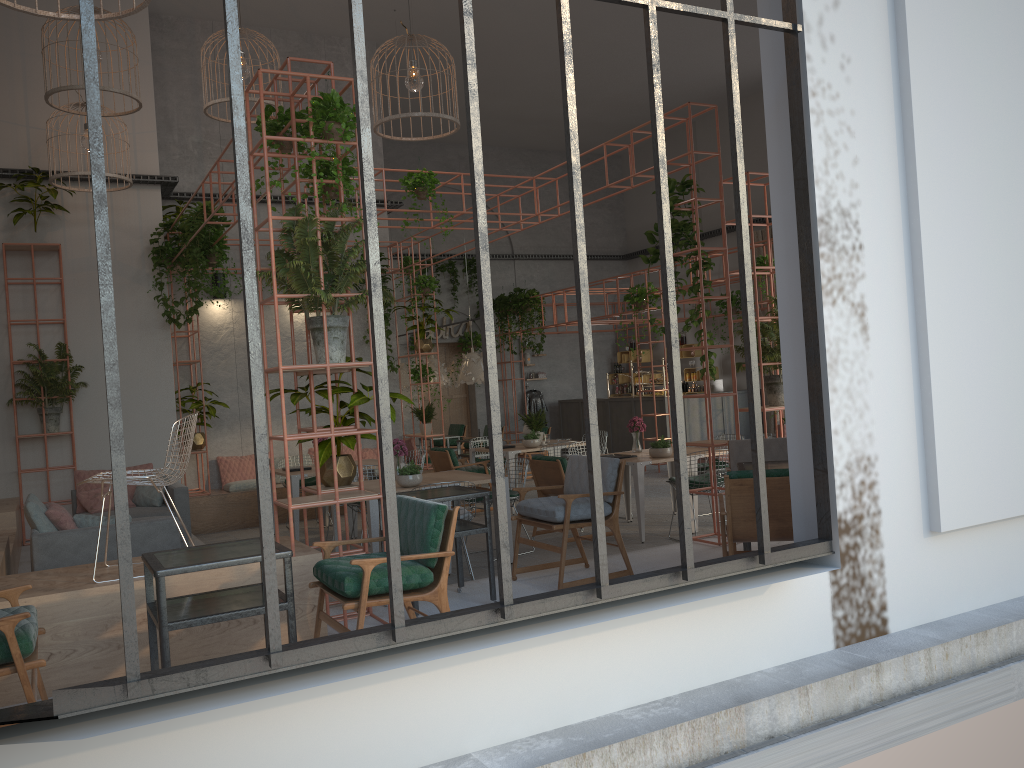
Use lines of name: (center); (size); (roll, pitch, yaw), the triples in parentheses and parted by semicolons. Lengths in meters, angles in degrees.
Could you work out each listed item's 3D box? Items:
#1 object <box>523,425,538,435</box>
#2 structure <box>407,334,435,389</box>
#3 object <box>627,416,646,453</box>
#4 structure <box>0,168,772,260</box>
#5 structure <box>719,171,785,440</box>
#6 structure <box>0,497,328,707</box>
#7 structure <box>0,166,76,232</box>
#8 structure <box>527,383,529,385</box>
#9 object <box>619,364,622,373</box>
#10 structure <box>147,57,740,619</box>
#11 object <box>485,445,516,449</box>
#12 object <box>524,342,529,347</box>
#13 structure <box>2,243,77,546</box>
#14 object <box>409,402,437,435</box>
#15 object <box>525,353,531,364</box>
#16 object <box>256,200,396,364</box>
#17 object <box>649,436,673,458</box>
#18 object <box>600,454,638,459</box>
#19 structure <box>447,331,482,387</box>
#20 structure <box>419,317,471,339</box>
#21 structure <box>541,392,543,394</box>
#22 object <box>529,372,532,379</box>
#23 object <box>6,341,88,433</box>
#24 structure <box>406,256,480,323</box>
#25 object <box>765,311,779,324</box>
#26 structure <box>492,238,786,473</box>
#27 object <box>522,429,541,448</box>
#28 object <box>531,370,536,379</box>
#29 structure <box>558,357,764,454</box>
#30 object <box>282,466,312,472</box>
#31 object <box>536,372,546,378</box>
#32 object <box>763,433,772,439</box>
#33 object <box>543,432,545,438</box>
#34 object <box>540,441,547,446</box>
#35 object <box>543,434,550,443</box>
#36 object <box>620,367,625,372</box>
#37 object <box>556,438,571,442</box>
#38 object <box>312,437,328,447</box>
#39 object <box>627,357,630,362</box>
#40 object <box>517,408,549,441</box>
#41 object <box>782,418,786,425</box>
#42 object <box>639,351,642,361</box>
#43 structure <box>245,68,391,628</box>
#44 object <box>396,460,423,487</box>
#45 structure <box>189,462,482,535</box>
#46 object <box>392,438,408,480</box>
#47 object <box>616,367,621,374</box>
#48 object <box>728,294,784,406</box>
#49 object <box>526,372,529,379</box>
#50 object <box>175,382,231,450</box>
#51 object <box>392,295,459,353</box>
object: (0.278, 0.705, 12.655); (0.241, 0.313, 0.241); (-4, 0, 17)
structure: (-2.151, -0.616, 19.845); (0.921, 1.527, 0.950); (-4, 0, 5)
object: (1.443, 0.582, 10.231); (0.213, 0.414, 0.225); (-4, 0, -36)
structure: (-0.229, -2.964, 12.391); (15.603, 0.110, 15.203); (-4, 0, -28)
structure: (2.561, -0.259, 8.846); (0.624, 3.602, 0.424); (-4, 0, -28)
structure: (-3.854, 1.238, 6.959); (3.396, 1.111, 9.152); (-4, 0, -28)
structure: (-5.762, -2.241, 10.719); (0.934, 0.803, 0.903); (-4, 0, 34)
structure: (0.378, -0.007, 21.072); (0.066, 0.044, 0.019); (-4, 0, -28)
object: (2.687, -0.411, 21.980); (0.066, 0.291, 0.066); (-4, 0, 12)
structure: (-2.965, -0.464, 12.977); (4.501, 4.345, 14.096); (-4, 0, -29)
object: (-0.165, 0.869, 12.247); (0.268, 0.031, 0.427); (-4, 0, -28)
object: (0.342, -0.939, 21.002); (0.133, 0.145, 0.133); (-4, 0, 24)
structure: (-5.728, 0.107, 10.815); (0.624, 3.596, 0.424); (-4, 0, -28)
object: (-1.349, 0.523, 13.684); (0.438, 0.527, 0.368); (-4, 0, -28)
object: (0.365, -0.637, 21.012); (0.136, 0.336, 0.145); (-4, 0, -14)
object: (-1.224, -0.678, 5.811); (0.894, 1.101, 0.900); (-4, 0, 26)
object: (1.579, 0.670, 9.444); (0.247, 0.247, 0.252); (-4, 0, -28)
object: (1.156, 0.806, 9.797); (0.268, 0.031, 0.427); (-4, 0, -28)
structure: (-1.007, -0.676, 20.502); (0.950, 1.527, 0.921); (-4, 0, -30)
structure: (-1.542, -1.272, 20.130); (1.312, 0.505, 0.063); (-4, 0, -28)
structure: (0.716, 0.213, 21.249); (0.066, 0.044, 0.019); (-4, 0, -28)
object: (0.436, -0.198, 21.028); (0.063, 0.151, 0.063); (-4, 0, -42)
object: (-5.626, 0.044, 10.760); (0.894, 1.097, 0.900); (-4, 0, 1)
structure: (-1.544, -2.112, 20.037); (1.939, 1.514, 0.856); (-4, 0, -34)
object: (4.096, -0.815, 12.589); (0.923, 0.946, 0.924); (-4, 0, 28)
structure: (4.469, -0.421, 15.114); (4.157, 4.247, 14.689); (-4, 0, -28)
object: (0.259, 0.732, 11.893); (0.248, 0.247, 0.254); (-4, 0, -28)
object: (0.505, -0.229, 21.076); (0.081, 0.204, 0.081); (-4, 0, -28)
structure: (3.189, 0.467, 19.731); (2.579, 2.022, 4.057); (-4, 0, -28)
object: (-2.651, 1.042, 10.923); (0.268, 0.031, 0.427); (-4, 0, -28)
object: (0.697, -0.210, 21.176); (0.219, 0.149, 0.129); (-4, 0, -28)
object: (4.406, 0.935, 15.398); (0.199, 0.145, 0.156); (-4, 0, -13)
object: (0.363, 0.770, 12.788); (0.165, 0.154, 0.210); (-4, 0, -38)
object: (0.426, 0.808, 12.157); (0.115, 0.078, 0.115); (-4, 0, -22)
object: (0.495, 0.774, 12.615); (0.095, 0.119, 0.095); (-4, 0, -4)
object: (2.731, -0.342, 21.882); (0.115, 0.147, 0.115); (-4, 0, 17)
object: (0.739, 0.797, 12.615); (0.218, 0.041, 0.218); (-4, 0, -20)
object: (-2.423, 0.834, 11.276); (0.213, 0.414, 0.225); (-4, 0, -36)
object: (2.851, -0.589, 21.382); (0.123, 0.142, 0.141); (-4, 0, -28)
object: (0.318, 0.585, 12.331); (0.438, 0.527, 0.368); (-4, 0, -28)
object: (4.092, 0.654, 12.637); (0.438, 0.527, 0.368); (-4, 0, -28)
object: (3.079, -0.663, 21.076); (0.137, 0.261, 0.137); (-4, 0, 8)
structure: (-1.144, -0.198, 5.705); (0.748, 3.623, 0.722); (-4, 0, -28)
object: (-0.948, 0.822, 8.154); (0.247, 0.247, 0.252); (-4, 0, -28)
structure: (-3.778, 1.724, 15.335); (4.386, 0.500, 5.831); (-4, 0, -28)
object: (-1.140, 0.750, 8.856); (0.213, 0.414, 0.225); (-4, 0, -36)
object: (2.615, -0.334, 21.820); (0.115, 0.147, 0.115); (-4, 0, 17)
object: (2.622, -0.332, 8.872); (0.894, 1.100, 0.900); (-4, 0, 1)
object: (0.368, -0.199, 21.016); (0.055, 0.164, 0.092); (-4, 0, -9)
object: (-4.327, 0.436, 12.046); (0.934, 0.919, 0.903); (-4, 0, 34)
object: (-1.321, -0.950, 13.657); (0.934, 0.947, 0.903); (-4, 0, 24)
